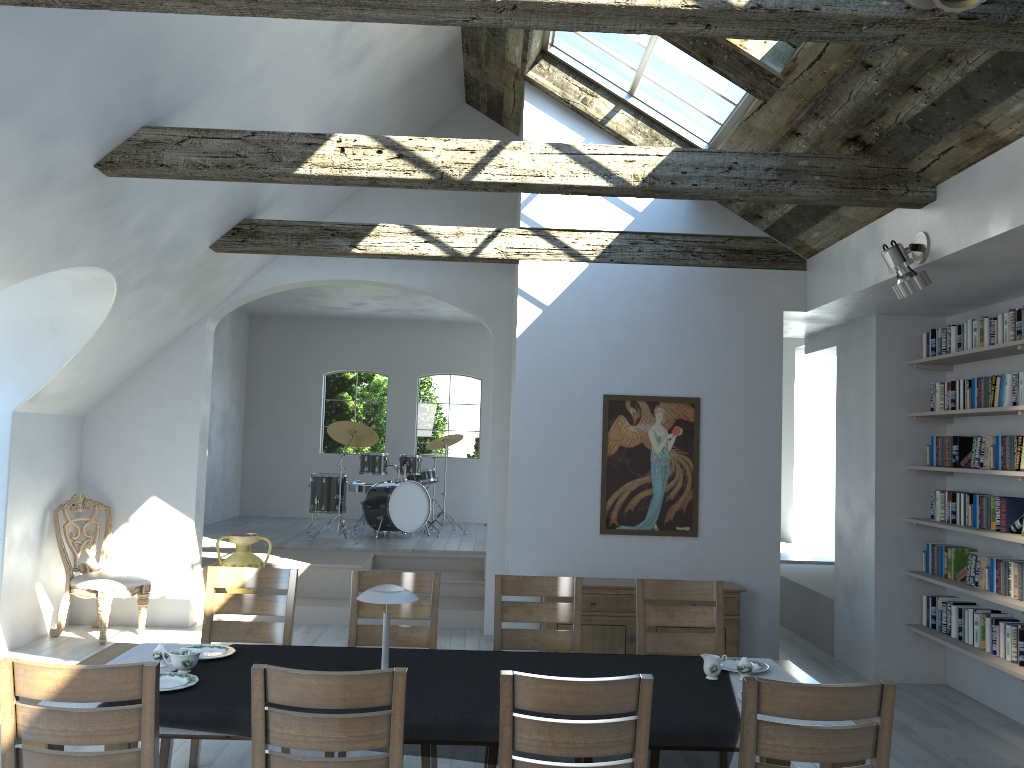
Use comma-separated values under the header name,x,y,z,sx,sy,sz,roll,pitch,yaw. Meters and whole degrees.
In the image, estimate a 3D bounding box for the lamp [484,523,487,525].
name,x,y,z,sx,sy,sz,roll,pitch,yaw
lamp,-0.266,1.331,12.763,0.232,1.383,0.238,2,-4,-2

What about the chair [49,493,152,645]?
name,x,y,z,sx,sy,sz,roll,pitch,yaw
chair,-3.408,1.504,7.366,0.655,1.159,0.552,0,-4,23

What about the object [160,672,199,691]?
name,x,y,z,sx,sy,sz,roll,pitch,yaw
object,-1.313,1.127,3.339,0.250,0.017,0.253,2,-4,-2

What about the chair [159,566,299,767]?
name,x,y,z,sx,sy,sz,roll,pitch,yaw
chair,-1.359,1.442,4.345,0.514,1.006,0.605,2,-4,-2

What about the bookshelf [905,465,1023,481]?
name,x,y,z,sx,sy,sz,roll,pitch,yaw
bookshelf,3.256,0.404,2.833,0.315,0.070,7.825,2,-4,-2

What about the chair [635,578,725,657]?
name,x,y,z,sx,sy,sz,roll,pitch,yaw
chair,0.875,1.518,4.404,0.514,1.006,0.605,2,-4,-2

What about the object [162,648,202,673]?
name,x,y,z,sx,sy,sz,roll,pitch,yaw
object,-1.309,1.108,3.542,0.124,0.081,0.130,-1,-5,41

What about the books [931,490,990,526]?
name,x,y,z,sx,sy,sz,roll,pitch,yaw
books,3.206,0.885,6.342,0.214,0.220,0.490,2,-4,-2

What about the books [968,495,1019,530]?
name,x,y,z,sx,sy,sz,roll,pitch,yaw
books,3.217,0.859,5.942,0.209,0.220,0.278,2,-4,-3

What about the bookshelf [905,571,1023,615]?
name,x,y,z,sx,sy,sz,roll,pitch,yaw
bookshelf,3.230,1.193,2.781,0.315,0.070,7.825,2,-4,-2

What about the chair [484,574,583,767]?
name,x,y,z,sx,sy,sz,roll,pitch,yaw
chair,0.130,1.493,4.384,0.514,1.006,0.605,2,-4,-2

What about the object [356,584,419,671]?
name,x,y,z,sx,sy,sz,roll,pitch,yaw
object,-0.508,0.996,3.591,0.251,0.362,0.251,0,-4,21

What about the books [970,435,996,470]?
name,x,y,z,sx,sy,sz,roll,pitch,yaw
books,3.228,0.459,5.951,0.189,0.228,0.249,2,-4,-2

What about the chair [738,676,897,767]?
name,x,y,z,sx,sy,sz,roll,pitch,yaw
chair,0.917,1.423,2.935,0.514,1.006,0.605,2,-4,-2

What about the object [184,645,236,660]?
name,x,y,z,sx,sy,sz,roll,pitch,yaw
object,-1.320,1.158,3.813,0.250,0.017,0.253,2,-4,-2

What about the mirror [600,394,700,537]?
name,x,y,z,sx,sy,sz,roll,pitch,yaw
mirror,1.041,0.613,6.673,0.736,1.047,0.009,2,-4,-2

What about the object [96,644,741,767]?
name,x,y,z,sx,sy,sz,roll,pitch,yaw
object,-0.226,1.301,3.589,2.456,0.227,1.073,2,-4,-1

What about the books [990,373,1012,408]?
name,x,y,z,sx,sy,sz,roll,pitch,yaw
books,3.247,0.051,5.745,0.189,0.228,0.249,2,-4,-2

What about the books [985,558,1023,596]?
name,x,y,z,sx,sy,sz,roll,pitch,yaw
books,3.210,1.242,5.718,0.209,0.220,0.278,2,-4,-3

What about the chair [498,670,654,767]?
name,x,y,z,sx,sy,sz,roll,pitch,yaw
chair,0.173,1.397,2.915,0.514,1.006,0.605,2,-4,-2

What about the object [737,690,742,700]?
name,x,y,z,sx,sy,sz,roll,pitch,yaw
object,0.991,1.205,3.385,0.250,0.017,0.253,2,-4,-2

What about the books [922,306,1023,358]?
name,x,y,z,sx,sy,sz,roll,pitch,yaw
books,3.280,-0.377,5.312,0.242,0.237,2.981,2,-4,-2

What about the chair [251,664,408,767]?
name,x,y,z,sx,sy,sz,roll,pitch,yaw
chair,-0.572,1.372,2.895,0.514,1.006,0.605,2,-4,-2

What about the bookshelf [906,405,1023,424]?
name,x,y,z,sx,sy,sz,roll,pitch,yaw
bookshelf,3.268,0.010,2.859,0.315,0.070,7.825,2,-4,-2

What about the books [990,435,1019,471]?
name,x,y,z,sx,sy,sz,roll,pitch,yaw
books,3.237,0.445,5.707,0.209,0.220,0.278,2,-4,-3

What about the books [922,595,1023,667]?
name,x,y,z,sx,sy,sz,roll,pitch,yaw
books,3.217,1.592,5.174,0.242,0.237,2.981,2,-4,-2

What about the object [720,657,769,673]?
name,x,y,z,sx,sy,sz,roll,pitch,yaw
object,0.997,1.238,3.891,0.250,0.017,0.253,2,-4,-2

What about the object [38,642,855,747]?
name,x,y,z,sx,sy,sz,roll,pitch,yaw
object,-0.228,1.228,3.591,2.872,0.077,1.050,2,-4,-2

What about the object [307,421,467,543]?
name,x,y,z,sx,sy,sz,roll,pitch,yaw
object,-1.682,1.184,11.140,1.465,1.383,2.354,-2,-5,43

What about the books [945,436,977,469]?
name,x,y,z,sx,sy,sz,roll,pitch,yaw
books,3.220,0.480,6.233,0.189,0.224,0.345,2,-4,-2

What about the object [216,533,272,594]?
name,x,y,z,sx,sy,sz,roll,pitch,yaw
object,-2.508,1.707,8.258,0.402,0.605,0.396,6,-5,-45

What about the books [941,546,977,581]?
name,x,y,z,sx,sy,sz,roll,pitch,yaw
books,3.192,1.275,6.248,0.189,0.224,0.345,2,-4,-2

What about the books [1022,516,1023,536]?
name,x,y,z,sx,sy,sz,roll,pitch,yaw
books,3.232,0.819,5.350,0.189,0.228,0.249,2,-4,-2

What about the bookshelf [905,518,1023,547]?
name,x,y,z,sx,sy,sz,roll,pitch,yaw
bookshelf,3.243,0.799,2.807,0.315,0.070,7.825,2,-4,-2

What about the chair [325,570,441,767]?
name,x,y,z,sx,sy,sz,roll,pitch,yaw
chair,-0.614,1.467,4.364,0.514,1.006,0.605,2,-4,-2

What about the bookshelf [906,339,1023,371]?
name,x,y,z,sx,sy,sz,roll,pitch,yaw
bookshelf,3.281,-0.385,2.885,0.315,0.070,7.825,2,-4,-2

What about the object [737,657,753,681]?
name,x,y,z,sx,sy,sz,roll,pitch,yaw
object,0.972,1.188,3.705,0.064,0.092,0.064,4,-4,-24

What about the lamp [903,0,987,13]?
name,x,y,z,sx,sy,sz,roll,pitch,yaw
lamp,1.327,-1.275,2.678,0.233,0.323,0.343,2,-4,-2

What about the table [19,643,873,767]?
name,x,y,z,sx,sy,sz,roll,pitch,yaw
table,-0.257,1.560,3.564,3.078,0.737,0.939,2,-4,-2

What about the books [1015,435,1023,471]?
name,x,y,z,sx,sy,sz,roll,pitch,yaw
books,3.243,0.426,5.438,0.189,0.228,0.249,2,-4,-2

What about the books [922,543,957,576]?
name,x,y,z,sx,sy,sz,roll,pitch,yaw
books,3.186,1.297,6.554,0.209,0.220,0.278,2,-4,-3

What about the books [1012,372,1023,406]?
name,x,y,z,sx,sy,sz,roll,pitch,yaw
books,3.261,0.022,5.370,0.214,0.237,0.490,2,-4,-2

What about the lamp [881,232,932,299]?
name,x,y,z,sx,sy,sz,roll,pitch,yaw
lamp,2.226,-0.668,5.006,0.265,0.386,0.235,0,-4,20

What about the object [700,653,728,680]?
name,x,y,z,sx,sy,sz,roll,pitch,yaw
object,0.842,1.181,3.711,0.100,0.098,0.071,4,-4,-33

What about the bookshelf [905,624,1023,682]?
name,x,y,z,sx,sy,sz,roll,pitch,yaw
bookshelf,3.217,1.587,2.754,0.315,0.070,7.825,2,-4,-2

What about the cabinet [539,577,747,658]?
name,x,y,z,sx,sy,sz,roll,pitch,yaw
cabinet,0.909,1.798,6.420,1.481,0.714,0.383,2,-4,-2

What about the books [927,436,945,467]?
name,x,y,z,sx,sy,sz,roll,pitch,yaw
books,3.213,0.500,6.544,0.209,0.220,0.278,2,-4,-3

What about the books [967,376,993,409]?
name,x,y,z,sx,sy,sz,roll,pitch,yaw
books,3.242,0.070,6.015,0.209,0.220,0.278,2,-4,-3

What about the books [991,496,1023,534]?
name,x,y,z,sx,sy,sz,roll,pitch,yaw
books,3.223,0.840,5.632,0.189,0.224,0.345,2,-4,-2

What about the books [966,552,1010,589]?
name,x,y,z,sx,sy,sz,roll,pitch,yaw
books,3.200,1.257,5.963,0.189,0.228,0.249,2,-4,-2

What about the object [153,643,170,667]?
name,x,y,z,sx,sy,sz,roll,pitch,yaw
object,-1.431,1.104,3.618,0.064,0.092,0.064,1,-4,17

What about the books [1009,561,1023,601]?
name,x,y,z,sx,sy,sz,roll,pitch,yaw
books,3.216,1.223,5.413,0.189,0.229,0.343,2,-4,-2

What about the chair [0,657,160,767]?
name,x,y,z,sx,sy,sz,roll,pitch,yaw
chair,-1.317,1.346,2.876,0.514,1.006,0.605,2,-4,-2

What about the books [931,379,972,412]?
name,x,y,z,sx,sy,sz,roll,pitch,yaw
books,3.231,0.096,6.401,0.214,0.220,0.490,2,-4,-2
